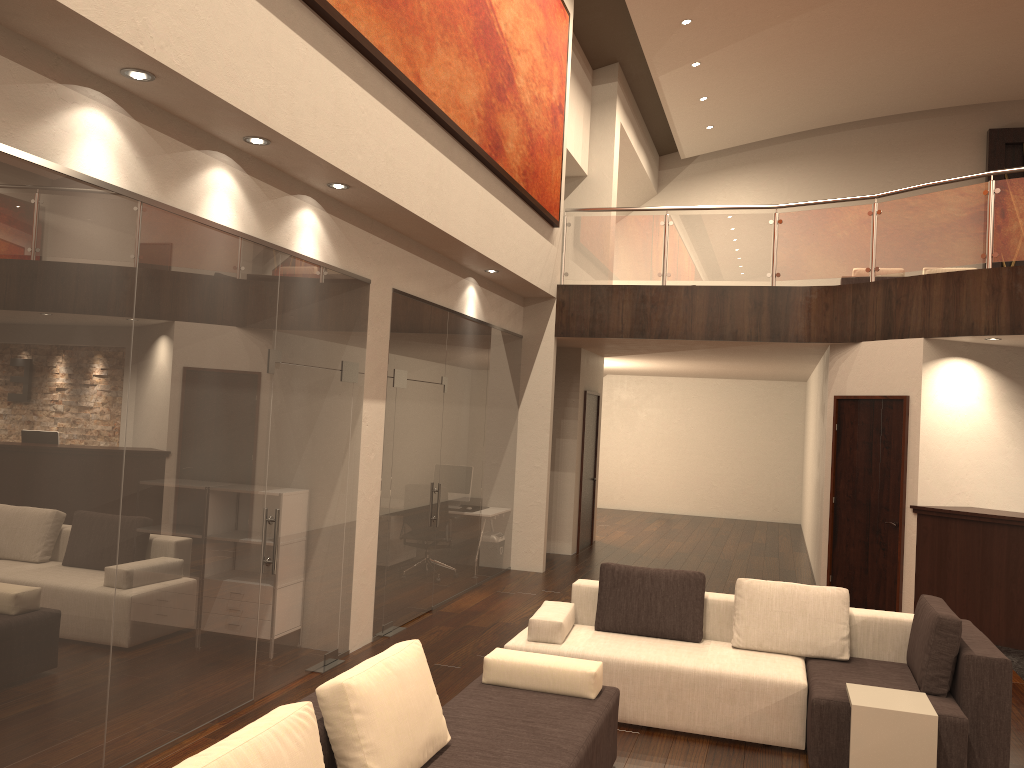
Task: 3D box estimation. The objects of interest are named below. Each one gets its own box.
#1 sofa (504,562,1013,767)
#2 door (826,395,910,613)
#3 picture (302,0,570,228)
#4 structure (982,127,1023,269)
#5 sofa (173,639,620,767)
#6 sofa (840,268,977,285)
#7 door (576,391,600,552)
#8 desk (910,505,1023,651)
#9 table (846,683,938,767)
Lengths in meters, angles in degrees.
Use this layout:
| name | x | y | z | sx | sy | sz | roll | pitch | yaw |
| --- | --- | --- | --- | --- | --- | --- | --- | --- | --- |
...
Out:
| name | x | y | z | sx | sy | sz | roll | pitch | yaw |
| --- | --- | --- | --- | --- | --- | --- | --- | --- | --- |
| sofa | 1.409 | 1.672 | 5.487 | 2.846 | 0.862 | 1.291 | 2 | -2 | 17 |
| door | 3.664 | 1.235 | 9.153 | 0.104 | 2.232 | 0.990 | 4 | -2 | -23 |
| picture | -0.343 | -3.236 | 7.252 | 0.070 | 2.526 | 6.485 | 2 | -2 | 17 |
| structure | 10.056 | -2.611 | 16.249 | 2.524 | 4.236 | 0.187 | 2 | -2 | 17 |
| sofa | 0.368 | 1.531 | 3.078 | 2.586 | 0.862 | 3.366 | 2 | -2 | 17 |
| sofa | 5.765 | -1.228 | 13.876 | 3.366 | 0.862 | 2.586 | 2 | -2 | 17 |
| door | 1.088 | 1.229 | 12.744 | 0.104 | 2.232 | 0.990 | 2 | -2 | 17 |
| desk | 7.161 | 1.880 | 7.282 | 7.146 | 1.171 | 1.674 | 2 | -2 | 18 |
| table | 1.961 | 1.872 | 4.624 | 0.400 | 0.460 | 0.400 | 2 | -2 | 17 |
